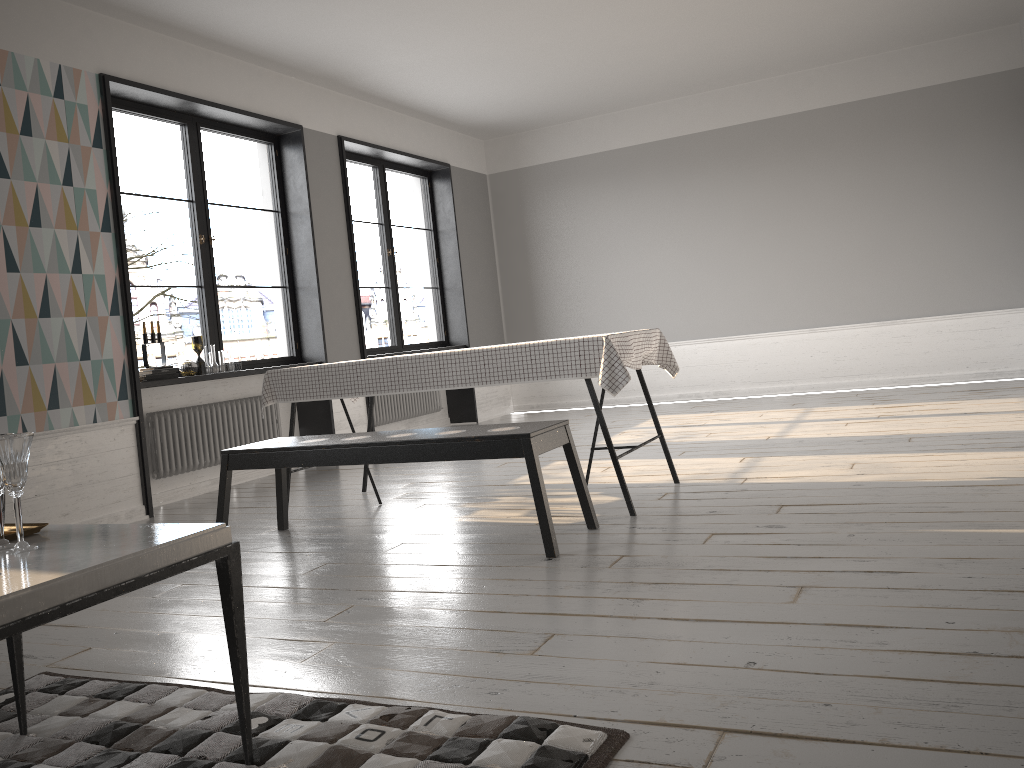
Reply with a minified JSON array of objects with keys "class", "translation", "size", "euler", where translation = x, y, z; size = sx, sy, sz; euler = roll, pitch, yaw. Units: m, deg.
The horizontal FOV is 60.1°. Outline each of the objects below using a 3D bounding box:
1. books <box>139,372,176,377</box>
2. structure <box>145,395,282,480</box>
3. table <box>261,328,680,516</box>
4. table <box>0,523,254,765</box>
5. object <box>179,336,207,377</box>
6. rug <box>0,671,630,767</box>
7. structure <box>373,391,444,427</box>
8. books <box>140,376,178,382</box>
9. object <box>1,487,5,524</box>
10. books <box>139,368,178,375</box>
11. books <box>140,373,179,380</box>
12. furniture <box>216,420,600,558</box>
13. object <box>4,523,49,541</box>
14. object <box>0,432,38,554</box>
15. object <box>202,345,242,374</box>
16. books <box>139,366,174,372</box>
[{"class":"books","translation":[-2.215,-0.055,5.449],"size":[0.173,0.011,0.217],"euler":[-4,4,31]},{"class":"structure","translation":[-2.007,0.336,6.087],"size":[0.148,0.428,1.227],"euler":[-6,2,24]},{"class":"table","translation":[-0.215,0.212,4.525],"size":[2.019,0.784,0.934],"euler":[-5,2,26]},{"class":"table","translation":[-1.172,0.629,1.298],"size":[0.730,0.511,1.461],"euler":[-5,3,26]},{"class":"object","translation":[-2.073,-0.180,5.742],"size":[0.114,0.257,0.195],"euler":[-6,0,36]},{"class":"rug","translation":[-1.102,0.878,1.023],"size":[1.765,0.034,2.536],"euler":[-5,3,26]},{"class":"structure","translation":[-0.994,0.114,8.200],"size":[0.148,0.428,1.227],"euler":[-6,2,24]},{"class":"books","translation":[-2.214,-0.025,5.437],"size":[0.161,0.011,0.269],"euler":[-5,3,29]},{"class":"object","translation":[-1.184,0.130,1.903],"size":[0.149,0.417,0.155],"euler":[-6,-1,-45]},{"class":"books","translation":[-2.200,-0.074,5.467],"size":[0.162,0.022,0.199],"euler":[-5,3,27]},{"class":"books","translation":[-2.221,-0.040,5.443],"size":[0.183,0.019,0.272],"euler":[-5,3,25]},{"class":"furniture","translation":[-0.511,0.448,3.799],"size":[1.664,0.456,0.467],"euler":[-5,2,26]},{"class":"object","translation":[-1.180,0.334,1.838],"size":[0.246,0.015,0.319],"euler":[-5,3,26]},{"class":"object","translation":[-1.008,0.216,1.764],"size":[0.167,0.227,0.082],"euler":[-6,0,37]},{"class":"object","translation":[-1.971,-0.171,5.969],"size":[0.152,0.192,0.269],"euler":[-6,2,26]},{"class":"books","translation":[-2.197,-0.095,5.469],"size":[0.123,0.017,0.154],"euler":[-5,3,27]}]
